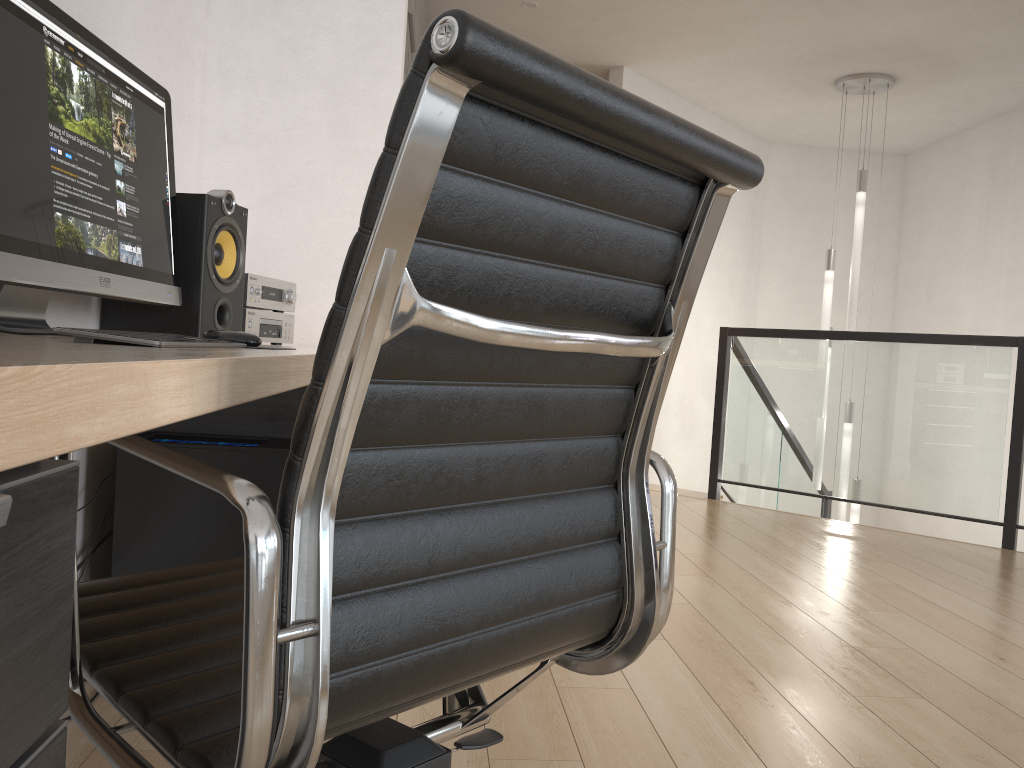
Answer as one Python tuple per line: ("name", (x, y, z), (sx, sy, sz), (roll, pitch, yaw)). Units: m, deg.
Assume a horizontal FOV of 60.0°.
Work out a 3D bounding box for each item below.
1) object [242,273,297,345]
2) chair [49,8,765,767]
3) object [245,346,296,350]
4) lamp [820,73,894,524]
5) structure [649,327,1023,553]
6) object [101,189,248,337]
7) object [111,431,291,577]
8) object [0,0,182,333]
("object", (-0.747, -0.197, 2.341), (0.270, 0.174, 0.285), (4, 2, 10))
("chair", (-0.163, 0.228, 0.943), (0.664, 0.991, 0.699), (2, 3, -44))
("object", (-0.493, -0.067, 1.539), (0.200, 0.002, 0.250), (4, 2, -5))
("lamp", (2.266, -1.128, 5.861), (0.359, 6.725, 0.359), (5, 2, 31))
("structure", (2.829, 1.936, 5.490), (4.190, 4.339, 2.823), (5, 3, 40))
("object", (-0.779, -0.279, 2.074), (0.249, 0.354, 0.198), (4, 2, 10))
("object", (-0.642, 0.394, 2.051), (0.474, 0.527, 0.215), (4, 2, -5))
("object", (-0.771, -0.353, 1.571), (0.190, 0.535, 0.716), (4, 2, 0))
